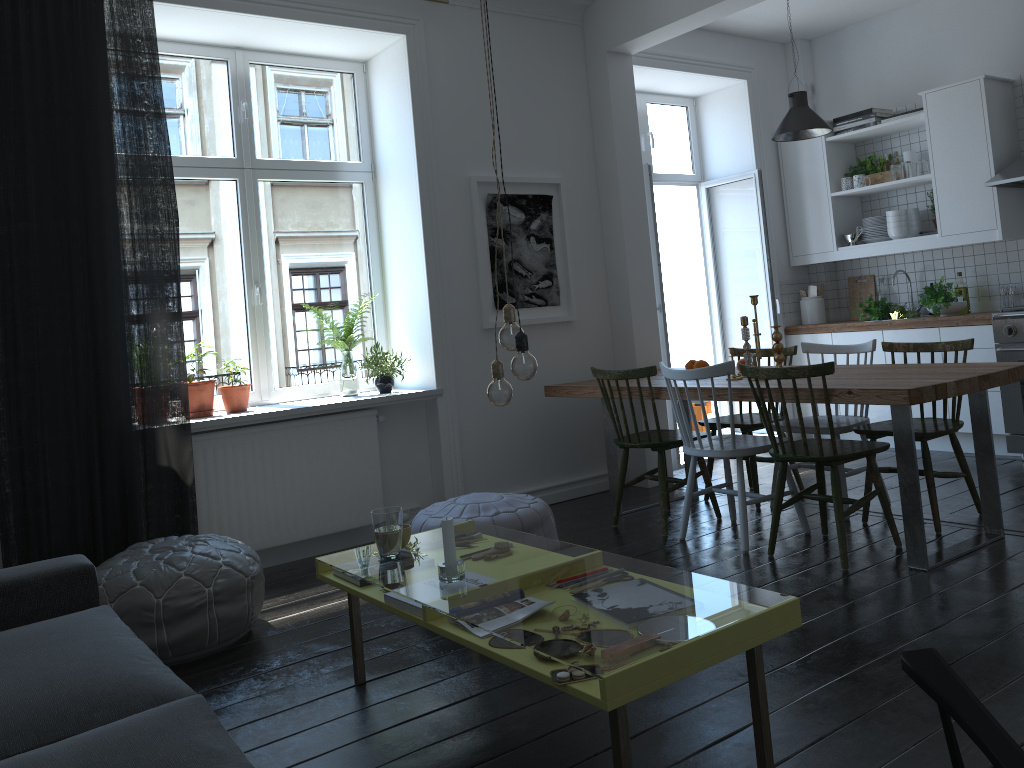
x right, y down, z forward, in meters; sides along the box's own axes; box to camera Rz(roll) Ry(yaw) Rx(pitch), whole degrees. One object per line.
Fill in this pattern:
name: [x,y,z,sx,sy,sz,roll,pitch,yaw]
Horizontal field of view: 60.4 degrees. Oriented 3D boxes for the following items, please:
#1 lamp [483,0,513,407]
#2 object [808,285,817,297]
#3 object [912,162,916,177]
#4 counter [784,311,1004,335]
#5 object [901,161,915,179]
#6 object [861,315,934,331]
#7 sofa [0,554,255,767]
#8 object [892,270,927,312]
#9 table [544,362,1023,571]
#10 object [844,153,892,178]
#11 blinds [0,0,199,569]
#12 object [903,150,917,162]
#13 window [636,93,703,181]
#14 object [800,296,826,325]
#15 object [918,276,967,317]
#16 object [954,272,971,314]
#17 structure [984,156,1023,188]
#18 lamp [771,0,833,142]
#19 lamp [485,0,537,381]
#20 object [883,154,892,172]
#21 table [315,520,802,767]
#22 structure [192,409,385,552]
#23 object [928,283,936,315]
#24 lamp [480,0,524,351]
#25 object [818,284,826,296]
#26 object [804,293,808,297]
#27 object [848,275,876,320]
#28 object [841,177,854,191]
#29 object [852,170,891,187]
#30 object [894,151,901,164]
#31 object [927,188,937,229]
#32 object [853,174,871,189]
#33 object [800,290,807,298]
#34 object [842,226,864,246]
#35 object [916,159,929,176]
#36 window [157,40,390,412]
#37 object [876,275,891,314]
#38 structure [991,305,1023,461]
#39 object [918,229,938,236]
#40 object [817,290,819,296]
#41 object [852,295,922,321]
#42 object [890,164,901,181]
lamp: [-0.091,-0.685,2.542,0.089,1.505,0.074,-5,-3,-11]
object: [2.285,-0.605,6.687,0.064,0.291,0.141,-7,-2,28]
object: [2.770,-1.467,6.067,0.086,0.120,0.086,-5,-1,23]
counter: [3.030,-0.401,5.457,0.851,0.074,3.084,-8,5,-35]
object: [2.697,-1.457,6.013,0.086,0.120,0.086,-5,-1,-12]
object: [2.703,-0.404,6.160,0.355,0.112,0.370,-8,4,-35]
sofa: [-1.094,0.722,1.588,1.089,0.725,2.361,-6,3,-35]
object: [2.817,-0.638,6.232,0.187,0.354,0.275,-6,-1,31]
table: [1.267,0.315,4.431,1.023,0.718,2.216,-6,3,-35]
object: [2.610,-1.560,6.484,0.345,0.255,0.164,-4,0,45]
blinds: [-1.817,-0.509,3.773,0.807,2.988,0.111,-3,-3,-37]
object: [2.822,-1.533,6.224,0.085,0.223,0.084,-4,-2,-28]
window: [1.010,-1.870,6.654,1.186,0.660,0.105,-7,-1,-35]
object: [2.282,-0.558,6.678,0.174,0.209,0.173,-5,0,-31]
object: [2.853,-0.584,5.858,0.270,0.270,0.340,-5,1,45]
object: [3.051,-0.619,5.973,0.066,0.284,0.066,-3,-3,-40]
structure: [3.235,-1.890,5.327,0.531,1.311,0.628,-4,-2,-35]
lamp: [1.294,-1.338,6.695,0.494,2.521,2.685,-3,0,-35]
lamp: [-0.029,-0.758,2.472,0.074,1.505,0.086,-6,-3,16]
object: [2.703,-1.543,6.330,0.059,0.226,0.060,-7,-3,38]
table: [0.034,0.725,2.415,0.603,0.400,1.394,-6,4,-35]
structure: [-1.093,0.498,4.404,1.070,0.631,0.072,-7,-1,-35]
object: [2.957,-0.595,6.179,0.085,0.232,0.085,-6,-2,20]
lamp: [-0.065,-0.842,2.535,0.074,1.505,0.074,-6,-3,12]
object: [2.328,-0.610,6.675,0.130,0.297,0.056,-6,-3,34]
object: [2.257,-0.584,6.702,0.061,0.252,0.117,-5,-2,-5]
object: [2.652,-0.652,6.665,0.041,0.331,0.219,-3,-2,-35]
object: [2.453,-1.454,6.440,0.082,0.100,0.109,-5,1,24]
object: [2.660,-1.473,6.418,0.154,0.103,0.391,-6,4,-35]
object: [2.767,-1.552,6.314,0.056,0.235,0.055,-4,-3,-32]
object: [2.963,-1.202,6.055,0.171,0.368,0.165,-5,-2,2]
object: [2.511,-1.452,6.331,0.108,0.100,0.083,-4,0,44]
object: [2.233,-0.586,6.694,0.054,0.264,0.149,-7,-2,30]
object: [2.463,-1.063,6.360,0.102,0.135,0.209,-5,2,-23]
object: [2.785,-1.463,5.982,0.086,0.120,0.086,-5,-1,23]
window: [-1.428,-0.877,4.833,1.575,1.996,0.106,-5,-2,-35]
object: [2.736,-0.641,6.495,0.098,0.319,0.097,-4,-3,-35]
structure: [3.348,-0.076,5.145,0.725,1.024,0.696,-5,-1,-35]
object: [2.863,-1.026,5.977,0.278,0.042,0.244,-9,5,-43]
object: [2.328,-0.588,6.682,0.050,0.248,0.114,-6,-2,20]
object: [2.626,-0.486,6.149,0.467,0.309,0.284,-4,1,27]
object: [2.660,-1.459,6.092,0.086,0.120,0.086,-5,-1,-12]
